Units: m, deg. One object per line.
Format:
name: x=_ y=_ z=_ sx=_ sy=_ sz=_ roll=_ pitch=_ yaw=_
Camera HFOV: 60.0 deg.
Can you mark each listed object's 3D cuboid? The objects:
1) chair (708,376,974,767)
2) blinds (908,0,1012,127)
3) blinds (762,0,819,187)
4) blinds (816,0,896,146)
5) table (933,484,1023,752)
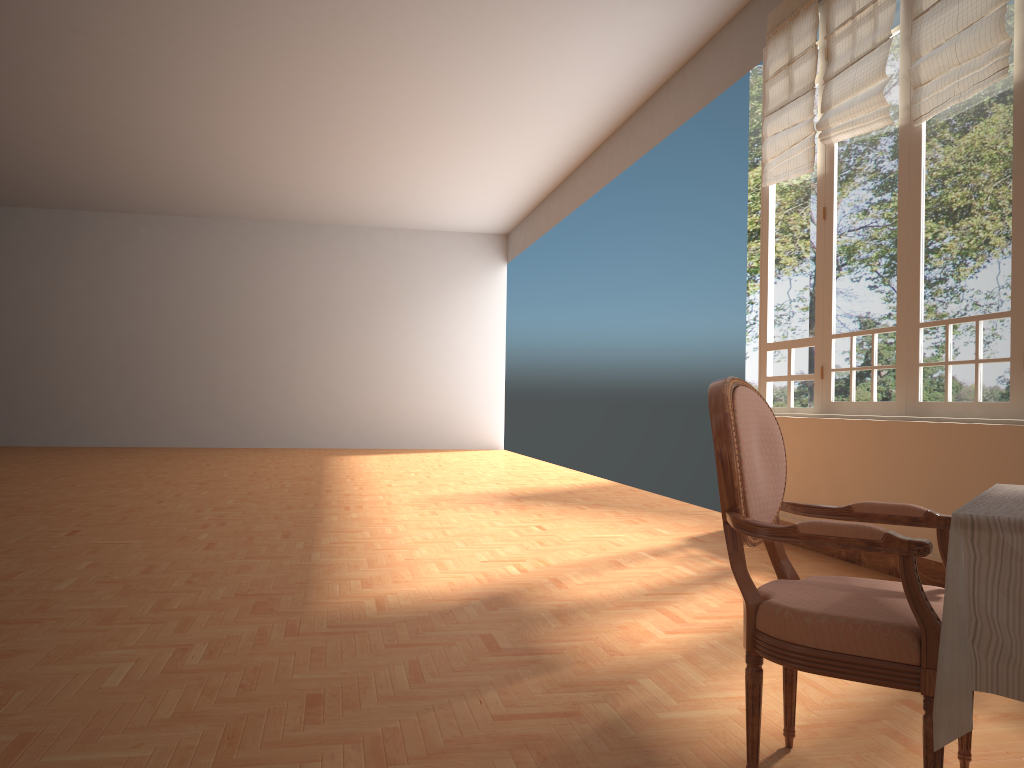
chair: x=0.751 y=0.447 z=2.044 sx=0.593 sy=0.931 sz=0.521 roll=0 pitch=-1 yaw=33
blinds: x=2.170 y=-2.007 z=4.323 sx=0.054 sy=1.301 sz=0.689 roll=1 pitch=-1 yaw=-11
blinds: x=1.854 y=-1.981 z=5.936 sx=0.038 sy=1.292 sz=0.689 roll=1 pitch=-1 yaw=-11
blinds: x=1.996 y=-2.024 z=5.160 sx=0.085 sy=1.235 sz=0.699 roll=1 pitch=-1 yaw=-11
table: x=1.297 y=0.574 z=1.649 sx=0.829 sy=0.677 sz=0.831 roll=0 pitch=-1 yaw=34
